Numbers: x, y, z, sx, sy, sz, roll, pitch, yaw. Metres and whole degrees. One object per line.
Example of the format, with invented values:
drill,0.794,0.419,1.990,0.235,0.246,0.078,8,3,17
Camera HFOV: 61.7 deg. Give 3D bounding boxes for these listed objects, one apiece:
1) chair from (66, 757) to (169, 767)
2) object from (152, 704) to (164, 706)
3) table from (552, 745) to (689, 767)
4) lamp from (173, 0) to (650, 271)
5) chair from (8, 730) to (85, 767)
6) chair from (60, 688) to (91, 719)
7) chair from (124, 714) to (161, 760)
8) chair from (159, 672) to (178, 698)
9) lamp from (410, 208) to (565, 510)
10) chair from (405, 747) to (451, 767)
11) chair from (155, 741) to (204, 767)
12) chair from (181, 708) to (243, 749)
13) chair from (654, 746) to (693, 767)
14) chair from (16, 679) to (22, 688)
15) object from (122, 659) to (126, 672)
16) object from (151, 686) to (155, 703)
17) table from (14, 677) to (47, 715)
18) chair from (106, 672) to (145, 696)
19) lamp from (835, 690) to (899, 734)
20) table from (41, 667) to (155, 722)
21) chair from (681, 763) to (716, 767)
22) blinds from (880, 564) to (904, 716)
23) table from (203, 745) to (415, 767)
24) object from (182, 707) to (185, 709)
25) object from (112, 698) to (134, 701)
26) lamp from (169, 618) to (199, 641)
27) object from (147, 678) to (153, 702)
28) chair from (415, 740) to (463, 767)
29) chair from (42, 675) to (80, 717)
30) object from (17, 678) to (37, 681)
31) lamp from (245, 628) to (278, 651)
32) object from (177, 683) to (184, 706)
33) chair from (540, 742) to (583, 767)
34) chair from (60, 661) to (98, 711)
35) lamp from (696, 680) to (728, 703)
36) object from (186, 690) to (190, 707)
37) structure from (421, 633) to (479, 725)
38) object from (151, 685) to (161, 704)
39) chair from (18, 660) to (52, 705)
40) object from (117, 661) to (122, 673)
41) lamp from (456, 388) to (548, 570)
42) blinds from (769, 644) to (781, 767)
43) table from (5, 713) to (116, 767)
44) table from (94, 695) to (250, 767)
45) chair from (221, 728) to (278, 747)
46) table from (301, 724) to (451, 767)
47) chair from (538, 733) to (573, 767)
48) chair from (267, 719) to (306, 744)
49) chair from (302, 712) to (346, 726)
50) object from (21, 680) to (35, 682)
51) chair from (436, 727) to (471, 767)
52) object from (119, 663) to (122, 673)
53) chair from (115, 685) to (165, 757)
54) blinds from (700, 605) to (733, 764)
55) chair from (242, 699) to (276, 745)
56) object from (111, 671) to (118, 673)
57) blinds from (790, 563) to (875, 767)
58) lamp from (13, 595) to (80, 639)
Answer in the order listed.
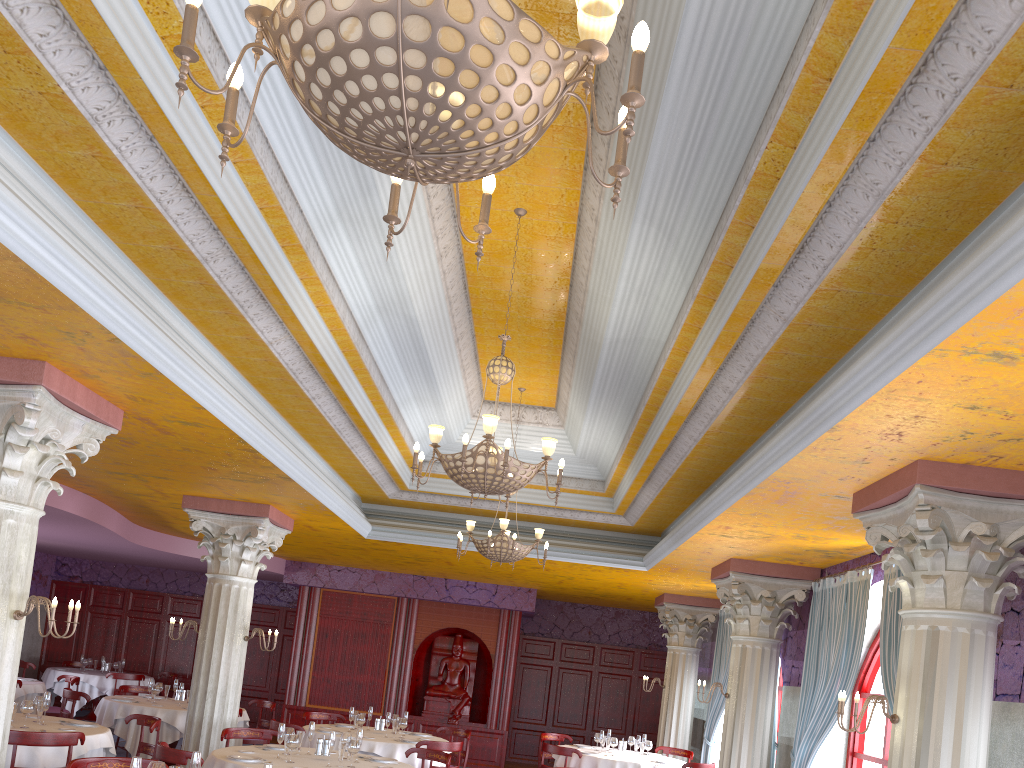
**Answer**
chair,-2.816,3.242,6.085,0.772,1.062,0.647,15,-11,-42
object,-4.928,4.473,11.919,0.162,0.009,0.162,16,-20,-26
table,1.585,6.030,12.822,2.076,0.925,2.193,6,-16,3
lamp,-0.120,-1.548,2.101,0.987,2.120,0.958,13,-8,-43
chair,-4.189,3.515,7.411,0.772,1.062,0.647,15,-11,-42
chair,-5.849,4.730,11.704,0.666,1.062,0.750,14,-11,-42
chair,-4.165,4.087,9.140,0.666,1.062,0.750,14,-11,-42
chair,-7.567,6.704,18.324,0.666,1.062,0.750,14,-11,-42
lamp,-0.064,-0.228,6.096,0.987,2.120,0.958,13,-8,-43
chair,-1.052,4.443,9.103,0.666,1.062,0.750,14,-11,-42
chair,-2.797,3.680,7.411,0.666,1.062,0.750,14,-11,-42
chair,-4.129,4.922,11.667,0.772,1.062,0.647,15,-11,-42
chair,2.466,6.360,13.668,0.666,1.062,0.750,14,-11,-42
chair,-7.436,4.676,12.110,0.772,1.062,0.647,15,-11,-42
object,-8.032,5.840,17.686,0.074,0.327,0.075,7,-4,-7
object,-5.160,4.465,12.323,0.087,0.231,0.087,9,-6,-18
table,-8.292,4.918,12.993,2.076,0.925,2.193,6,-16,3
chair,-7.592,6.133,16.595,0.772,1.062,0.647,15,-11,-42
lamp,2.364,2.206,5.734,0.384,0.266,0.352,9,-13,-10
table,-8.448,6.374,17.478,2.076,0.925,2.193,6,-16,3
chair,2.441,5.789,11.939,0.772,1.062,0.647,15,-11,-42
blinds,3.248,3.044,7.037,0.244,3.428,1.757,7,-7,2
table,-1.933,4.112,8.257,2.076,0.925,2.193,6,-16,3
object,-4.540,4.516,11.915,0.028,0.013,0.234,20,-22,-40
object,-5.470,4.442,12.044,0.312,0.023,0.329,6,-18,2
lamp,-4.025,3.048,10.592,0.384,0.266,0.352,9,-13,-10
object,-5.249,4.435,12.413,0.073,0.327,0.076,4,-5,38
chair,-1.030,4.966,10.686,0.772,1.062,0.647,15,-11,-42
chair,-7.411,5.248,13.839,0.666,1.062,0.750,14,-11,-42
object,-7.691,4.675,13.551,0.312,0.023,0.329,6,-18,2
lamp,-3.078,3.134,10.515,0.384,0.266,0.352,9,-13,-10
object,-4.735,4.440,12.242,0.073,0.327,0.076,4,-5,38
chair,0.721,5.597,11.976,0.666,1.062,0.750,14,-11,-42
chair,-9.288,6.513,18.361,0.772,1.062,0.647,15,-11,-42
lamp,2.431,3.766,10.455,0.384,0.266,0.352,9,-13,-10
object,-4.655,4.528,12.334,0.085,0.231,0.088,4,-6,27
structure,-1.248,5.906,17.236,0.964,1.800,0.659,7,-5,2
object,-5.091,4.428,12.228,0.121,0.257,0.126,5,-7,16
chair,-9.312,5.941,16.632,0.666,1.062,0.750,14,-11,-42
object,-8.199,5.915,17.867,0.122,0.257,0.126,2,-8,38
lamp,-0.008,1.071,10.026,0.987,2.120,0.958,13,-8,-43
blinds,3.314,4.595,11.727,0.244,3.428,1.757,7,-7,2
table,-5.046,3.756,8.294,2.076,0.925,2.193,6,-16,3
table,-4.986,5.163,12.550,2.076,0.925,2.193,6,-16,3
chair,-2.772,4.251,9.140,0.772,1.062,0.647,15,-11,-42
table,-1.886,5.207,11.569,2.076,0.925,2.193,6,-16,3
chair,0.745,6.169,13.705,0.772,1.062,0.647,15,-11,-42
chair,-2.750,4.774,10.723,0.666,1.062,0.750,14,-11,-42
chair,-2.726,5.346,12.452,0.772,1.062,0.647,15,-11,-42
object,-7.580,4.646,13.404,0.028,0.013,0.241,-9,-23,44
chair,-1.006,5.537,12.415,0.666,1.062,0.750,14,-11,-42
object,-8.132,5.905,17.770,0.087,0.231,0.087,9,-6,-18
chair,-5.825,5.302,13.433,0.772,1.062,0.647,15,-11,-42
blinds,3.342,5.257,13.732,0.244,3.428,1.759,7,-7,4
chair,-4.105,5.493,13.396,0.666,1.062,0.750,14,-11,-42
object,-8.437,6.122,18.196,0.158,0.009,0.166,6,-18,2
blinds,3.276,3.707,9.042,0.244,3.428,1.759,7,-7,4
lamp,-3.145,1.558,5.748,0.384,0.266,0.352,9,-13,-10
